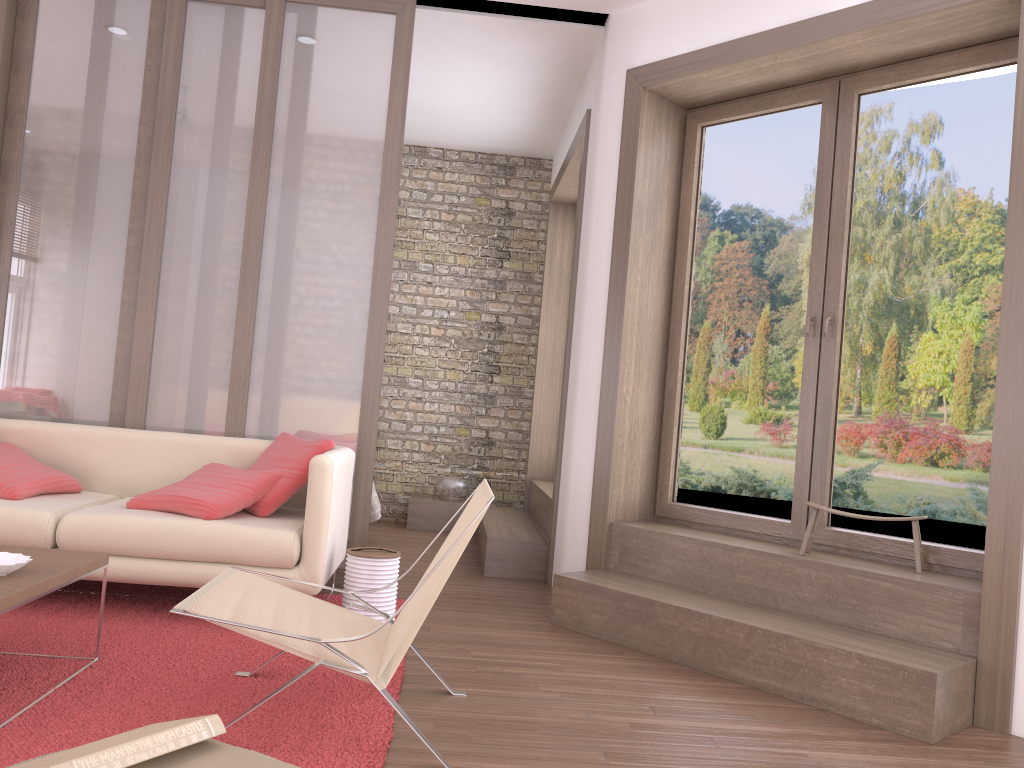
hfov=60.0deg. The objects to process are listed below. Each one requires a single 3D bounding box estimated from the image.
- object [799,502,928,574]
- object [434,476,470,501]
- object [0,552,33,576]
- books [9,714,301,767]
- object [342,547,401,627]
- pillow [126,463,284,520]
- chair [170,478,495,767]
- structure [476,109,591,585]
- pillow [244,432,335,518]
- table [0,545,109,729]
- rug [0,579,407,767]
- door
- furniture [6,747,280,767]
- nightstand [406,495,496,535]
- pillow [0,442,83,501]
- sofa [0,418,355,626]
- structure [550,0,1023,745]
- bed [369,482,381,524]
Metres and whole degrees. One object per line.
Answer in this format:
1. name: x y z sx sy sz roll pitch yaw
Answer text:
1. object: 1.527 0.660 3.861 0.499 0.233 0.136 4 -2 31
2. object: -0.501 0.868 7.405 0.296 0.199 0.211 5 -2 -6
3. object: -1.568 0.541 2.634 0.251 0.043 0.249 5 -2 8
4. books: -0.579 0.617 1.430 0.377 0.086 0.331 4 -2 26
5. object: -0.623 0.897 3.908 0.239 0.341 0.239 4 -2 29
6. pillow: -1.371 0.482 4.003 0.507 0.224 0.467 4 -2 24
7. chair: -0.525 0.664 2.758 0.853 0.762 0.739 5 -2 -4
8. structure: 0.295 -0.205 6.347 0.808 2.881 2.039 5 -2 -4
9. pillow: -1.147 0.426 4.239 0.379 0.377 0.498 7 -3 -44
10. table: -1.821 0.731 2.652 0.850 0.378 0.850 5 -2 -4
11. rug: -1.832 0.928 2.730 2.938 0.016 3.344 5 -2 -4
12. door: 1.494 -0.354 4.238 0.142 2.275 1.800 7 -3 -44
13. furniture: -0.608 0.827 1.395 0.596 0.328 0.596 4 -2 22
14. nightstand: -0.502 1.087 7.361 0.707 0.240 0.400 5 -2 -4
15. pillow: -2.330 0.403 4.114 0.467 0.224 0.507 5 -2 9
16. sofa: -1.901 0.590 4.071 2.204 0.751 0.919 5 -2 -4
17. structure: 1.231 -0.207 3.991 0.845 2.881 2.039 7 -3 -44
18. bed: -2.009 0.610 6.331 2.219 0.861 2.360 5 -2 -4
